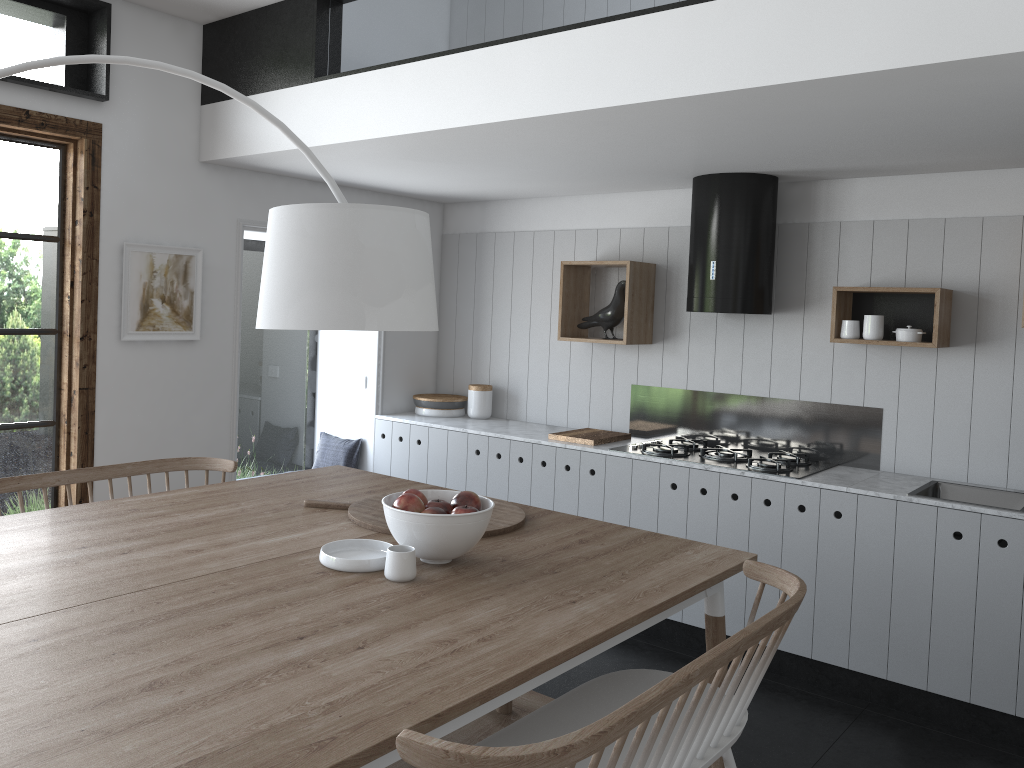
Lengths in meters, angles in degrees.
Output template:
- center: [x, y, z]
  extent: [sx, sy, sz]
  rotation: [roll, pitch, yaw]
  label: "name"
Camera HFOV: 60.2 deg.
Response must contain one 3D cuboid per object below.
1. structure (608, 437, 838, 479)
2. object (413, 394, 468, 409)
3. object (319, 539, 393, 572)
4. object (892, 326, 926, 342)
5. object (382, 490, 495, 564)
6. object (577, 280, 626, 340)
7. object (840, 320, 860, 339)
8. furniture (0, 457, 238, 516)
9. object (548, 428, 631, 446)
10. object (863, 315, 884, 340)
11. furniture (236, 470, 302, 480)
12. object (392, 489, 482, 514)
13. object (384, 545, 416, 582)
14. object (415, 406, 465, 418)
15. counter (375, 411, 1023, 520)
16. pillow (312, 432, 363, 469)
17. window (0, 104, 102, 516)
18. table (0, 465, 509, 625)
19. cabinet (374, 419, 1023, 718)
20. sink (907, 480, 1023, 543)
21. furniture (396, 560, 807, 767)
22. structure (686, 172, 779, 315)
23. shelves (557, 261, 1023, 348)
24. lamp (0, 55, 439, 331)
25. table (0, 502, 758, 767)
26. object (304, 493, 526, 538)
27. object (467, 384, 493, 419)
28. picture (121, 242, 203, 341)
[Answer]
- center: [1.045, 0.345, 4.432]
  extent: [1.012, 0.048, 0.539]
  rotation: [6, 6, 38]
  label: "structure"
- center: [-0.467, 0.114, 5.757]
  extent: [0.359, 0.065, 0.361]
  rotation: [2, 5, -2]
  label: "object"
- center: [-0.420, 0.470, 2.427]
  extent: [0.219, 0.035, 0.212]
  rotation: [4, 5, 17]
  label: "object"
- center: [1.784, -0.226, 3.970]
  extent: [0.131, 0.073, 0.107]
  rotation: [3, 4, 17]
  label: "object"
- center: [-0.209, 0.410, 2.471]
  extent: [0.324, 0.164, 0.306]
  rotation: [5, 5, 35]
  label: "object"
- center: [0.522, -0.424, 5.026]
  extent: [0.344, 0.334, 0.135]
  rotation: [5, 4, 40]
  label: "object"
- center: [1.572, -0.251, 4.105]
  extent: [0.082, 0.088, 0.085]
  rotation: [1, 4, -16]
  label: "object"
- center: [-1.488, 0.744, 3.009]
  extent: [0.560, 0.809, 1.324]
  rotation: [4, 5, 38]
  label: "furniture"
- center: [0.435, 0.291, 4.906]
  extent: [0.299, 0.030, 0.389]
  rotation: [6, 6, 38]
  label: "object"
- center: [1.653, -0.256, 4.041]
  extent: [0.088, 0.115, 0.083]
  rotation: [5, 4, 38]
  label: "object"
- center: [-1.437, 0.652, 5.422]
  extent: [0.613, 0.115, 1.023]
  rotation: [6, 6, 38]
  label: "furniture"
- center: [-0.211, 0.389, 2.467]
  extent: [0.251, 0.167, 0.237]
  rotation: [2, 4, -1]
  label: "object"
- center: [-0.288, 0.465, 2.290]
  extent: [0.086, 0.078, 0.081]
  rotation: [5, 5, 38]
  label: "object"
- center: [-0.469, 0.172, 5.759]
  extent: [0.322, 0.055, 0.330]
  rotation: [1, 5, -13]
  label: "object"
- center: [1.757, 0.454, 3.856]
  extent: [6.305, 0.020, 0.564]
  rotation: [6, 6, 39]
  label: "counter"
- center: [-1.134, 0.480, 5.753]
  extent: [0.414, 0.293, 0.176]
  rotation: [5, 4, 38]
  label: "pillow"
- center: [-3.644, 0.021, 2.150]
  extent: [0.166, 2.252, 5.259]
  rotation: [4, 5, 38]
  label: "window"
- center: [-1.011, 0.811, 2.786]
  extent: [0.963, 0.748, 1.987]
  rotation: [5, 5, 38]
  label: "table"
- center: [1.572, 0.853, 3.650]
  extent: [6.302, 0.746, 0.010]
  rotation: [6, 4, 39]
  label: "cabinet"
- center: [2.229, 0.576, 3.440]
  extent: [1.211, 0.166, 0.441]
  rotation: [6, 6, 38]
  label: "sink"
- center: [0.178, 0.899, 1.915]
  extent: [0.560, 0.809, 1.324]
  rotation: [4, 5, 38]
  label: "furniture"
- center: [1.113, -0.792, 4.457]
  extent: [0.412, 0.867, 0.417]
  rotation: [2, 3, -5]
  label: "structure"
- center: [1.790, -0.358, 3.997]
  extent: [3.683, 0.796, 0.292]
  rotation: [6, 4, 39]
  label: "shelves"
- center: [-2.632, 0.233, 1.419]
  extent: [5.102, 2.021, 0.893]
  rotation: [0, 3, -25]
  label: "lamp"
- center: [-0.261, 0.890, 2.184]
  extent: [0.963, 0.748, 1.987]
  rotation: [5, 5, 38]
  label: "table"
- center: [-0.287, 0.437, 2.966]
  extent: [0.661, 0.023, 0.613]
  rotation: [-1, 6, -29]
  label: "object"
- center: [-0.205, 0.114, 5.628]
  extent: [0.155, 0.212, 0.153]
  rotation: [3, 3, 7]
  label: "object"
- center: [-1.742, -0.453, 4.397]
  extent: [0.030, 0.470, 0.423]
  rotation: [4, 4, 38]
  label: "picture"
